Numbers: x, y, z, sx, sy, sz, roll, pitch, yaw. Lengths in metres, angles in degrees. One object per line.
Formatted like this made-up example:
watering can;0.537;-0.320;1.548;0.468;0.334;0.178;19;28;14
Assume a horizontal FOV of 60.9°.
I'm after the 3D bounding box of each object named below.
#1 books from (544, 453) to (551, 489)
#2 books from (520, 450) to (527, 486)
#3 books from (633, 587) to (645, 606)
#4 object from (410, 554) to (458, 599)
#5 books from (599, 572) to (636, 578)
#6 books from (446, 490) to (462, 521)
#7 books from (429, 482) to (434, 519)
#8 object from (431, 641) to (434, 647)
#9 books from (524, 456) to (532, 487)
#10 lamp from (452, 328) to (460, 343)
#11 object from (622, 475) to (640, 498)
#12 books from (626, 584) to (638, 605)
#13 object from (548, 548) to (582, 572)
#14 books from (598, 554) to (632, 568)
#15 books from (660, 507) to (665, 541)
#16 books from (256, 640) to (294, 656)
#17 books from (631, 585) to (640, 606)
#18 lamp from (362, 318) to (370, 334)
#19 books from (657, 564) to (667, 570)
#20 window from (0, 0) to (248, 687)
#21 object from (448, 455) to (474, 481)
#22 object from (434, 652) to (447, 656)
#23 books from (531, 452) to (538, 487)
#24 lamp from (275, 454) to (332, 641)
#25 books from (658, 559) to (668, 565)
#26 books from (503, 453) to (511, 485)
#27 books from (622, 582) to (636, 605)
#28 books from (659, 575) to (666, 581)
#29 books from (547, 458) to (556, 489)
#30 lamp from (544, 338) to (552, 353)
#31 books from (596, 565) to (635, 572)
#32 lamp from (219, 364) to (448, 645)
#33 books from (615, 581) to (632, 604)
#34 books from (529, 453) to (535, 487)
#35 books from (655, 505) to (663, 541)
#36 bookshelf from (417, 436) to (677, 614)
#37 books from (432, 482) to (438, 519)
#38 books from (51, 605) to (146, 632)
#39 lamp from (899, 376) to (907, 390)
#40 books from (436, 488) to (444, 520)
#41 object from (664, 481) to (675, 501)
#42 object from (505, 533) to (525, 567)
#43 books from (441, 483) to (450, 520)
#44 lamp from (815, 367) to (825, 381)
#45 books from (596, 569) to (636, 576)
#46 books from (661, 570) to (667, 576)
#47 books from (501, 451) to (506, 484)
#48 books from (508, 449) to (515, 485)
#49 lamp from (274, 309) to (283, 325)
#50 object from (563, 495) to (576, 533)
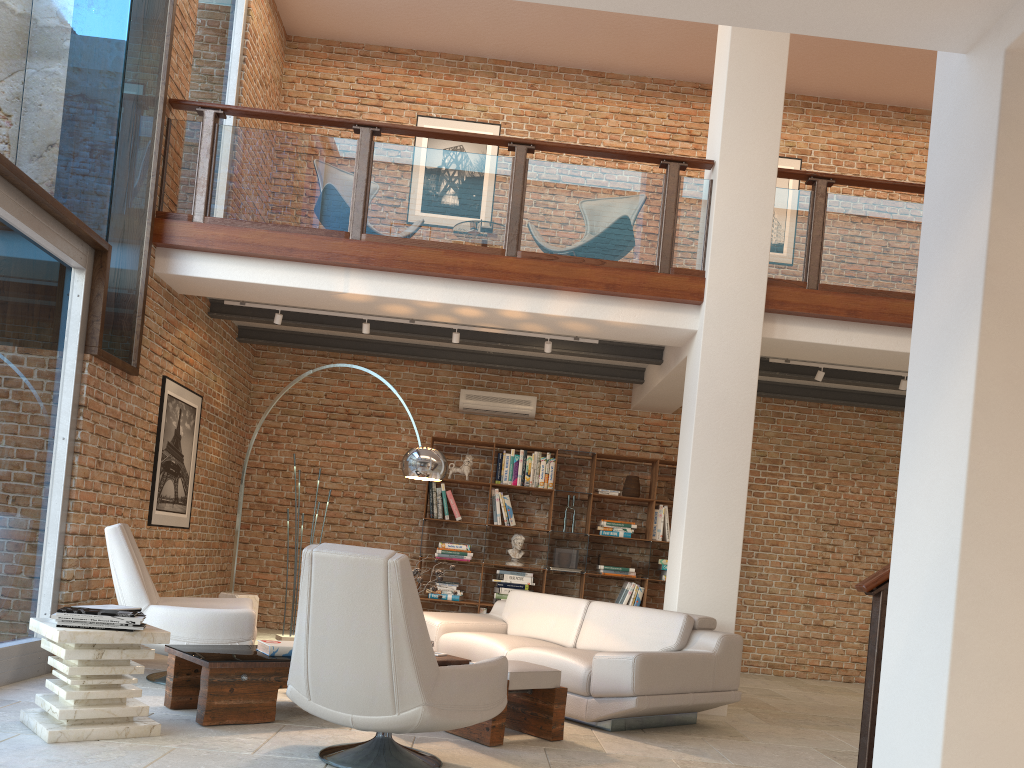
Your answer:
books;0.364;0.930;9.226;0.036;0.378;0.247;6;-4;-1
books;0.120;0.905;9.218;0.036;0.378;0.247;6;-4;-1
books;1.312;2.308;9.243;0.116;0.329;0.258;6;-5;-1
object;-0.595;1.355;5.450;0.548;0.599;0.317;9;-4;-31
books;1.111;2.024;9.245;0.356;0.020;0.277;6;-11;-3
books;-0.613;1.290;9.206;0.195;0.314;0.258;6;-5;-1
books;-0.844;1.230;9.180;0.091;0.379;0.247;6;-4;-1
object;-0.504;1.539;5.083;0.092;0.083;0.091;11;-9;-42
books;0.164;0.934;9.204;0.055;0.325;0.258;6;-5;-1
lamp;-0.464;-0.393;7.230;0.061;0.127;0.087;6;-4;1
object;1.264;1.088;9.194;0.197;0.229;0.192;11;-7;-44
books;1.248;2.292;9.246;0.098;0.349;0.275;6;-5;-1
object;0.562;1.854;9.188;0.336;0.229;0.288;6;-7;-2
books;1.087;1.877;9.234;0.335;0.117;0.217;6;-9;-2
books;1.571;1.496;9.265;0.021;0.354;0.275;6;-5;-1
books;-1.265;1.515;4.994;0.331;0.055;0.256;12;-13;-31
books;1.269;2.298;9.256;0.098;0.349;0.275;6;-5;-1
lamp;-1.204;-0.474;7.204;0.061;0.119;0.087;6;-4;1
books;1.733;1.964;9.277;0.327;0.054;0.259;6;-11;-2
window;-2.753;-2.050;1.904;0.648;6.283;12.561;6;-9;-1
object;-0.537;0.870;9.139;0.251;0.279;0.132;5;-3;6
object;-0.494;1.593;5.166;0.274;0.034;0.250;12;-13;-29
books;0.233;0.919;9.235;0.036;0.378;0.247;6;-4;-1
lamp;-2.028;1.601;8.460;0.422;1.796;0.199;6;-1;-32
books;1.722;1.907;9.277;0.326;0.054;0.260;4;-11;8
books;-0.059;0.912;9.203;0.055;0.325;0.258;6;-5;-1
books;1.197;2.276;9.234;0.161;0.367;0.247;6;-4;-1
books;1.743;2.074;9.265;0.326;0.054;0.260;5;-11;1
books;0.410;0.966;9.244;0.055;0.325;0.258;6;-5;-1
lamp;0.302;-0.318;7.267;0.060;0.114;0.096;5;-5;5
books;1.090;1.953;9.225;0.380;0.036;0.249;6;-11;-3
lamp;-1.344;1.008;6.478;2.024;2.319;0.323;2;-3;35
books;1.154;2.277;9.256;0.163;0.367;0.247;6;-4;-1
books;0.204;0.927;9.220;0.021;0.354;0.275;6;-5;-1
books;1.544;1.478;9.254;0.036;0.378;0.247;6;-4;-1
bookshelf;0.566;1.811;9.205;3.035;2.173;0.367;6;-1;-2
books;-0.808;1.235;9.189;0.091;0.379;0.247;6;-4;-1
books;-1.980;1.130;4.253;0.392;0.078;0.575;9;-11;-17
lamp;3.309;-0.001;7.364;0.061;0.127;0.087;6;-4;1
books;-0.760;1.269;9.209;0.102;0.329;0.258;6;-5;-1
object;1.832;1.161;9.258;0.438;0.215;0.444;-2;-12;39
object;0.045;1.749;9.197;0.195;0.345;0.196;5;-3;14
books;-0.701;1.246;9.180;0.121;0.376;0.247;6;-4;-1
lamp;2.590;-0.076;7.336;0.060;0.127;0.086;7;-4;-31
books;1.100;1.998;9.259;0.380;0.036;0.248;7;-11;-6
books;1.773;2.022;9.267;0.327;0.055;0.259;7;-11;-7
books;-0.097;0.897;9.219;0.021;0.354;0.275;6;-5;-1
books;-0.010;0.890;9.209;0.036;0.378;0.247;6;-4;-1
lamp;-1.923;-0.545;7.176;0.060;0.127;0.086;7;-4;-31
object;0.611;1.367;9.175;0.121;0.394;0.062;6;-1;1
